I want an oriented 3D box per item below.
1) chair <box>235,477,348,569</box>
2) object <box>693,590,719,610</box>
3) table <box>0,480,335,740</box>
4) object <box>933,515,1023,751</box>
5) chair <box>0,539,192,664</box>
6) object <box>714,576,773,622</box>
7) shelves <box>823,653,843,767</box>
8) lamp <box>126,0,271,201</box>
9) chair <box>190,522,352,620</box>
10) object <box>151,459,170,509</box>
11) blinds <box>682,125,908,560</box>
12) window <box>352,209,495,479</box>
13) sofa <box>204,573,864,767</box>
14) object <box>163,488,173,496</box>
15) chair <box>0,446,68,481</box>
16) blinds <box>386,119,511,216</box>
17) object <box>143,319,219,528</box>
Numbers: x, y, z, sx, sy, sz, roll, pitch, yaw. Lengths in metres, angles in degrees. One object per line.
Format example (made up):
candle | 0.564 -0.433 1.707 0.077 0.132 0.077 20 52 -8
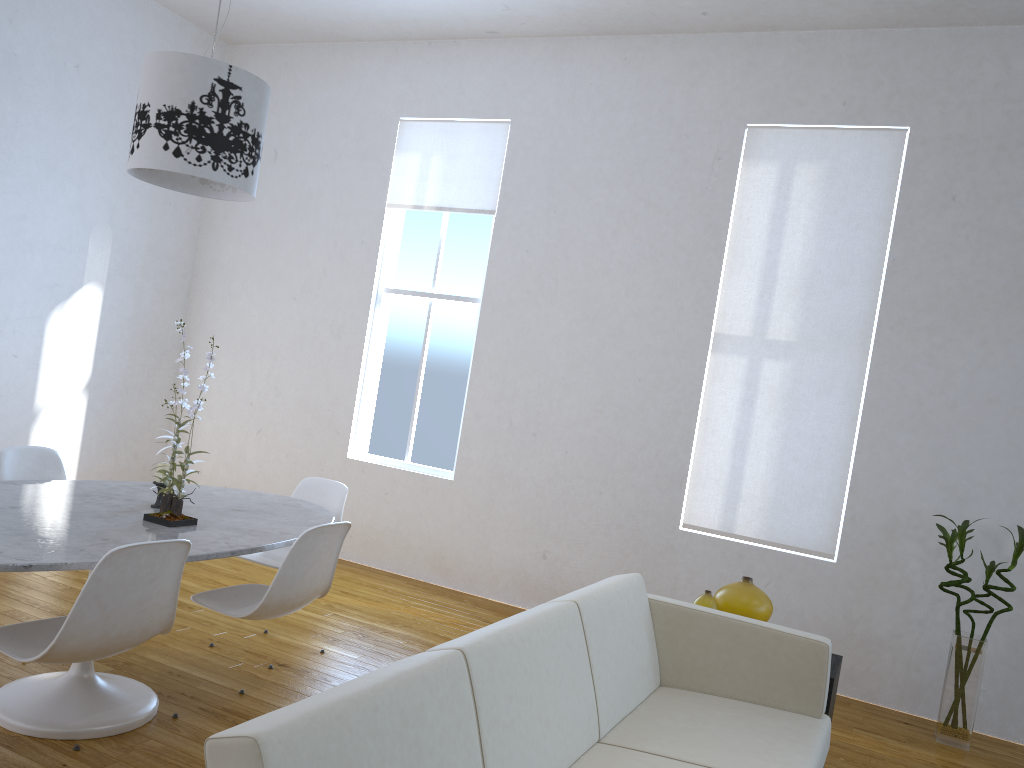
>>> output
chair | -0.905 0.567 3.624 0.405 0.352 0.420 9 0 27
object | 0.678 0.807 3.122 0.096 0.160 0.095 9 1 -24
table | -1.321 0.709 2.779 1.068 0.623 1.913 9 0 24
object | 1.965 1.062 3.882 0.484 0.981 0.380 9 1 -3
chair | -1.075 0.531 2.283 0.418 0.352 0.406 9 0 28
object | 0.833 0.805 3.200 0.207 0.215 0.207 9 1 -24
shelves | 0.743 1.128 3.155 0.728 0.451 0.350 9 1 25
lamp | -0.927 -1.410 2.887 0.400 1.539 0.398 9 1 -9
chair | -0.773 0.584 2.892 0.418 0.352 0.406 9 0 24
object | -1.179 0.328 2.987 0.059 0.176 0.059 9 1 10
blinds | 1.393 -0.239 4.442 0.760 2.112 0.007 10 2 25
window | -0.480 -0.534 5.405 0.773 2.130 0.074 10 2 25
sofa | 0.846 1.030 1.688 9.704 0.679 5.346 9 0 25
object | -1.184 0.371 3.053 0.063 0.091 0.062 9 1 -18
chair | -1.701 0.438 3.299 0.418 0.352 0.406 9 0 27
blinds | -0.392 -1.306 5.312 0.760 0.557 0.007 9 1 25
object | -1.036 0.122 2.777 0.166 0.639 0.201 8 2 -37
